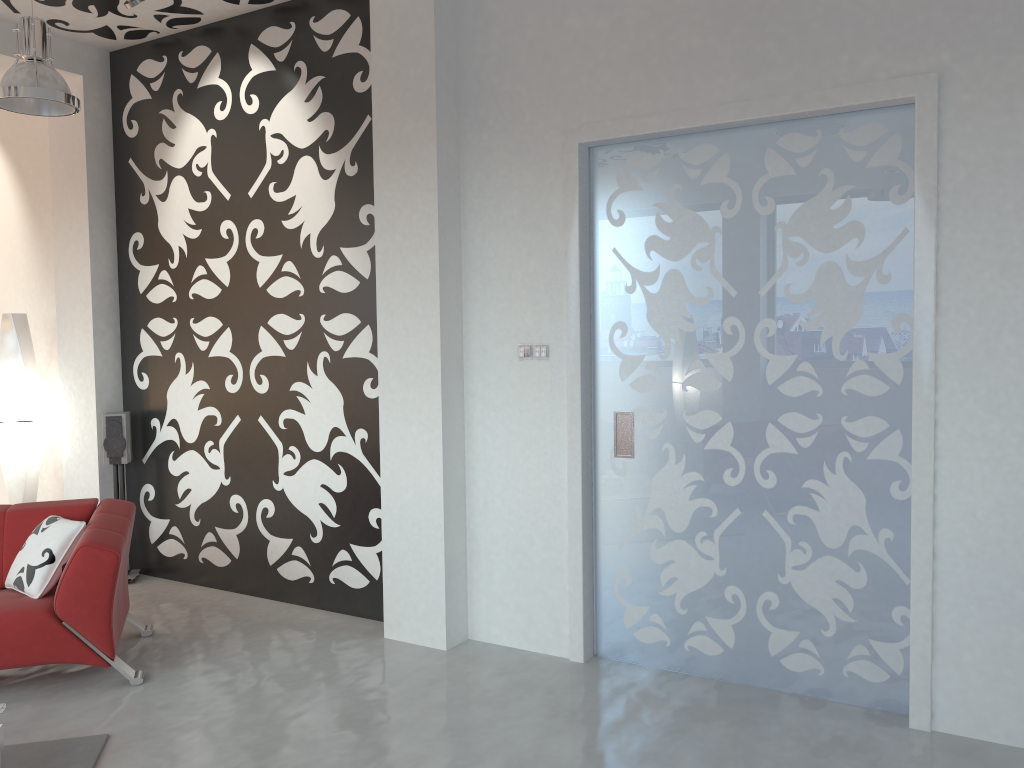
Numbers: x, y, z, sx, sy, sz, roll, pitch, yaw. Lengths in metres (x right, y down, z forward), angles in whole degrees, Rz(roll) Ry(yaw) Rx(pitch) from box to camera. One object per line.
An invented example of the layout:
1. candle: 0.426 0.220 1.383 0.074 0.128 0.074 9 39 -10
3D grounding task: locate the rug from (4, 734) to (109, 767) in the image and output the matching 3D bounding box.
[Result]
1. rug: -2.238 1.471 2.532 1.700 0.025 1.700 -2 3 -14

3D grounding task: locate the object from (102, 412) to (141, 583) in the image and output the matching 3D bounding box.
1. object: -2.582 0.745 5.838 0.214 1.112 0.229 -2 3 -14

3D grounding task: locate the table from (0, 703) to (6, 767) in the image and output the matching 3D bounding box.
1. table: -2.238 1.326 2.512 1.162 0.286 1.097 -2 3 -14

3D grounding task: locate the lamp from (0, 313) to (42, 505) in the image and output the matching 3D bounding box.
1. lamp: -3.358 0.411 6.057 0.313 1.779 0.313 2 4 39

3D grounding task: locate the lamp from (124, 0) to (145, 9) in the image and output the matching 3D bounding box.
1. lamp: -1.991 -2.061 4.677 0.112 0.176 0.118 -2 3 -16

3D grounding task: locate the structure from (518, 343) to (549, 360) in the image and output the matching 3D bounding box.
1. structure: 0.101 -0.159 4.334 0.170 0.080 0.016 1 4 31

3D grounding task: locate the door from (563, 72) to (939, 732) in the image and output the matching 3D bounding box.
1. door: 1.004 0.075 3.929 1.600 2.550 0.240 1 4 31

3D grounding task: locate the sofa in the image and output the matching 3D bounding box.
1. sofa: -2.755 1.026 4.159 1.929 0.738 0.951 -2 3 -19

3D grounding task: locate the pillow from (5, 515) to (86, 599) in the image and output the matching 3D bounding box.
1. pillow: -2.271 0.833 4.316 0.402 0.343 0.288 2 4 39

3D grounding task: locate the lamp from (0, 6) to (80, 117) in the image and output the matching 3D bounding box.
1. lamp: -2.283 -1.725 4.225 0.379 0.800 0.379 1 3 24
